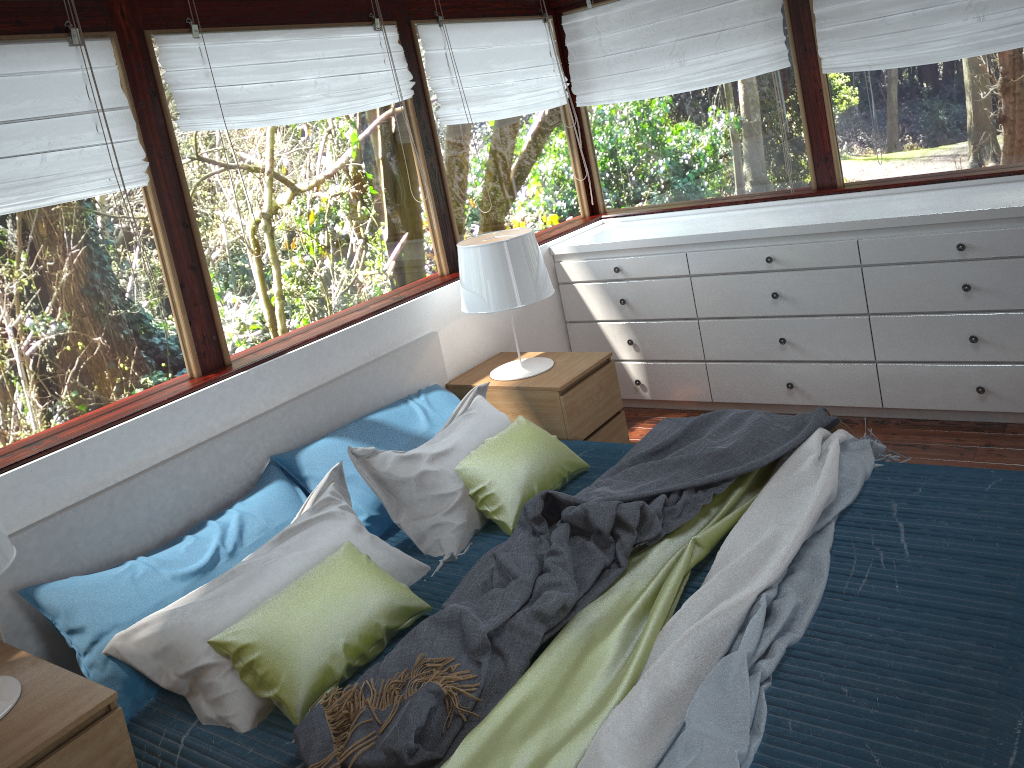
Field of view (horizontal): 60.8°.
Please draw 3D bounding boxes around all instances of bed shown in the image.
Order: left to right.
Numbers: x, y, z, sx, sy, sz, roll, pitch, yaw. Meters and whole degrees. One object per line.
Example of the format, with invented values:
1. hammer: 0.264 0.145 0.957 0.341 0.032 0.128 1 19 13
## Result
1. bed: 0.229 0.478 2.374 2.564 0.748 2.222 1 20 37

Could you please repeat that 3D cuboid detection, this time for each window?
1. window: 2.114 -0.881 0.567 8.262 1.881 5.475 1 20 36

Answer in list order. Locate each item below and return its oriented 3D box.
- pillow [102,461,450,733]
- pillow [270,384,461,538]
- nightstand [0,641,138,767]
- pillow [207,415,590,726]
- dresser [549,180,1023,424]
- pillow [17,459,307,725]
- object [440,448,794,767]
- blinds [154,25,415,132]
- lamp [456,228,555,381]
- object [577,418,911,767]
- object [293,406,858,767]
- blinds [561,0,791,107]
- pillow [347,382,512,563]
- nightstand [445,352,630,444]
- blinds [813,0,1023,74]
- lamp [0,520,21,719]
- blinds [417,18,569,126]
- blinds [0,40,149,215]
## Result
1. pillow: -0.619 0.566 2.419 0.469 0.349 0.908 -3 17 32
2. pillow: -0.407 0.241 3.249 0.364 0.309 0.958 -3 18 34
3. nightstand: -1.179 1.004 1.963 0.605 0.527 0.444 -2 15 37
4. pillow: -0.236 0.445 2.616 0.309 0.213 1.433 -2 19 36
5. dresser: 1.673 -0.362 3.911 3.102 0.857 0.638 1 16 37
6. pillow: -0.899 0.543 2.562 0.345 0.320 0.949 -3 18 34
7. object: 0.396 0.667 2.248 0.488 0.434 2.192 -3 18 32
8. blinds: -0.466 -1.600 3.971 0.053 0.636 2.663 -6 16 37
9. lamp: -0.014 -0.342 3.712 0.402 0.574 0.421 -6 12 29
10. object: 0.655 0.633 1.999 0.532 0.365 2.244 -3 18 32
11. object: 0.223 0.497 2.400 0.628 0.395 2.199 2 21 44
12. blinds: 0.819 -1.803 4.593 1.236 0.541 0.055 0 13 37
13. pillow: -0.154 0.238 3.055 0.357 0.380 0.887 -4 17 31
14. nightstand: 0.122 0.189 3.784 0.605 0.527 0.444 -2 15 37
15. blinds: 1.925 -1.733 3.783 1.220 0.628 0.055 0 13 37
16. lamp: -1.304 0.467 1.906 0.403 0.574 0.421 -4 13 34
17. blinds: -0.042 -1.636 4.532 0.053 0.492 1.224 -6 15 37
18. blinds: -1.586 -0.674 2.371 0.054 0.481 1.284 -6 15 37
